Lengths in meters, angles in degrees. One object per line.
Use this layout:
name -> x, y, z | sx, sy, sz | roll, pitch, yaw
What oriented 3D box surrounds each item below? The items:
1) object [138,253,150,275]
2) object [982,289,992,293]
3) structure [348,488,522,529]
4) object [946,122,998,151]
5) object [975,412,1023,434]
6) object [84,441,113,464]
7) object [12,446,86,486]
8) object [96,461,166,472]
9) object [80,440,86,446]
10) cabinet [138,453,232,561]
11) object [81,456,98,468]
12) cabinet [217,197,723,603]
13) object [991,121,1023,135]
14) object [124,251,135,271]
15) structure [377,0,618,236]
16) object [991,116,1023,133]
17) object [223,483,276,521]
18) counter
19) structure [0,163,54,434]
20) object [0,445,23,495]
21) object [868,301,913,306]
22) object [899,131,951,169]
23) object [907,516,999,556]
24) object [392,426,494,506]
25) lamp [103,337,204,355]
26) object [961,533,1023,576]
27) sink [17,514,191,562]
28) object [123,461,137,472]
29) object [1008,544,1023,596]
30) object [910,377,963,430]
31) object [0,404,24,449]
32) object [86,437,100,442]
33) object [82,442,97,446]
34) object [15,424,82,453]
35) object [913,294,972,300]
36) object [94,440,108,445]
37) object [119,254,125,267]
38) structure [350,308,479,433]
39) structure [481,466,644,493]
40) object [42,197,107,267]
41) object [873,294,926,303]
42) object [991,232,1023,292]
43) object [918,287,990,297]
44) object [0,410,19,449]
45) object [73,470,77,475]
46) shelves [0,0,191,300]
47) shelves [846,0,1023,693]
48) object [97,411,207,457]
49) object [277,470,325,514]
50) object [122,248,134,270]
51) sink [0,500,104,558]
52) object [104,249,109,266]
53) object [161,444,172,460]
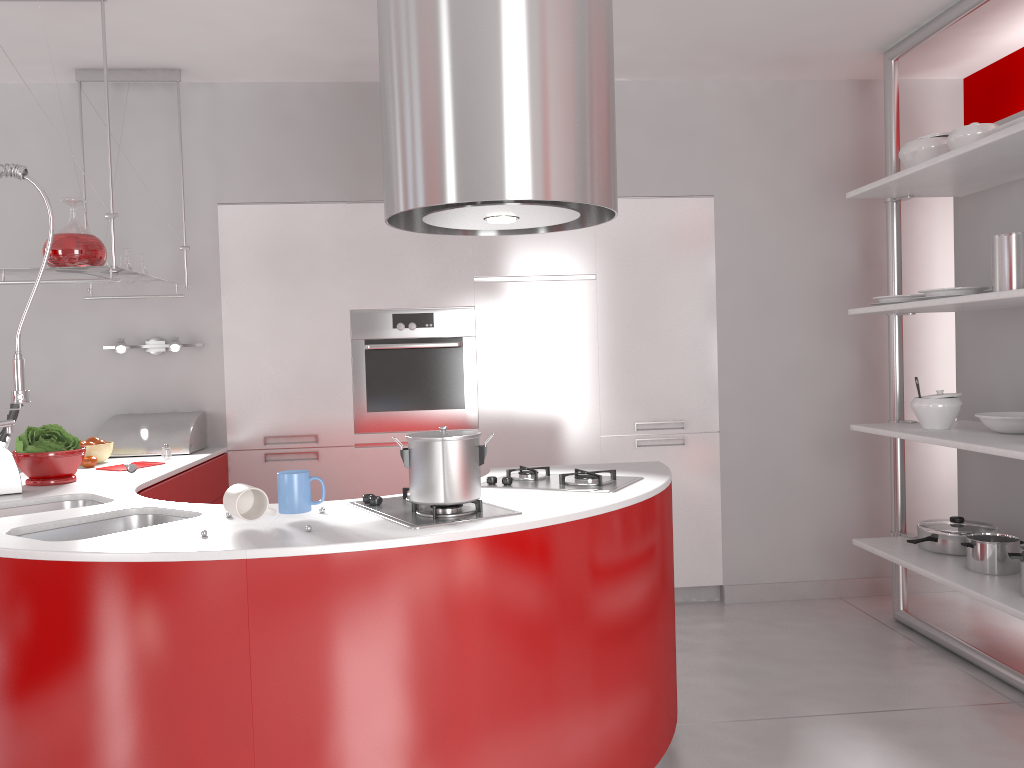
object -> -1.623, -0.501, 3.898 | 0.060, 0.141, 0.060 | -2, 2, -5
object -> 1.893, -0.351, 3.549 | 0.244, 0.042, 0.244 | -2, 2, -13
structure -> -0.212, 0.308, 2.312 | 0.303, 0.037, 0.457 | -3, 2, -30
object -> 1.746, -0.906, 3.346 | 0.192, 0.153, 0.192 | -1, 2, 9
object -> 1.898, 0.150, 3.343 | 0.272, 0.072, 0.272 | -3, 2, -41
object -> -1.756, 0.290, 3.666 | 0.201, 0.086, 0.201 | -2, 2, -4
object -> -1.604, 0.286, 3.084 | 0.228, 0.118, 0.229 | -3, 2, -34
object -> -1.508, 0.325, 3.512 | 0.168, 0.006, 0.266 | -1, 2, 22
object -> -1.775, 0.260, 3.673 | 0.062, 0.052, 0.065 | -2, 2, -20
cabinet -> -0.967, 0.728, 3.241 | 1.875, 0.761, 1.025 | 0, 2, 40
object -> -1.686, 0.311, 3.534 | 0.063, 0.047, 0.065 | -2, 2, -5
cabinet -> -0.190, 0.119, 4.619 | 2.398, 2.026, 0.614 | -2, 2, -5
object -> 1.794, -0.867, 3.051 | 0.200, 0.030, 0.200 | -2, 2, -5
object -> -1.647, -0.498, 3.812 | 0.060, 0.141, 0.060 | -2, 2, -5
structure -> -0.044, -0.928, 2.455 | 0.644, 0.958, 0.644 | -3, 2, -39
object -> 1.794, -0.883, 3.050 | 0.200, 0.030, 0.200 | -2, 2, -5
object -> -0.628, 0.283, 2.142 | 0.109, 0.080, 0.100 | -3, 2, -35
counter -> -0.985, 0.769, 2.970 | 2.865, 0.880, 1.868 | -1, 2, 29
structure -> -1.333, -0.100, 2.300 | 0.308, 0.920, 0.178 | 0, 2, 39
object -> -1.649, 0.262, 2.836 | 0.137, 0.178, 0.091 | -3, 2, -32
object -> 1.654, -0.336, 3.741 | 0.280, 0.015, 0.280 | -1, 2, 32
object -> 1.718, -0.934, 3.651 | 0.231, 0.191, 0.231 | 0, 2, 36
object -> 1.807, 0.622, 3.700 | 0.407, 0.130, 0.308 | -2, 2, 3
object -> -0.169, 0.199, 2.220 | 0.218, 0.185, 0.189 | -3, 2, -43
lamp -> -1.670, -0.175, 4.103 | 0.454, 0.081, 0.155 | -2, 2, -5
object -> 1.808, 0.638, 3.333 | 0.182, 0.122, 0.196 | 0, 3, 43
sink -> -1.030, 0.459, 2.267 | 0.326, 0.172, 0.428 | -1, 2, 34
object -> -1.486, 0.320, 3.459 | 0.041, 0.008, 0.375 | -3, 2, -28
object -> 1.827, 0.630, 2.950 | 0.259, 0.161, 0.240 | -2, 2, -22
object -> 1.725, 0.075, 3.606 | 0.192, 0.214, 0.192 | -2, 2, -18
object -> -1.621, 0.201, 2.820 | 0.130, 0.279, 0.012 | -3, 2, -34
object -> -1.762, 0.253, 3.733 | 0.066, 0.058, 0.055 | -2, 2, -19
object -> -1.730, 0.260, 3.627 | 0.062, 0.049, 0.066 | -2, 2, 3
object -> -1.604, 0.233, 3.072 | 0.193, 0.182, 0.198 | -2, 2, 1
object -> 1.673, -0.324, 3.361 | 0.280, 0.015, 0.280 | -1, 2, 25
object -> -1.716, 0.257, 3.692 | 0.062, 0.049, 0.066 | -2, 2, -8
object -> -1.707, -0.498, 3.881 | 0.060, 0.141, 0.060 | -2, 2, -5
structure -> -0.469, -0.066, 4.273 | 0.599, 0.589, 0.050 | -2, 2, -5
structure -> 0.143, 0.284, 2.710 | 0.457, 0.037, 0.303 | -1, 2, 25
object -> -1.601, -0.543, 3.245 | 0.213, 0.266, 0.213 | -1, 2, 23
object -> 1.654, -0.349, 3.741 | 0.244, 0.042, 0.244 | -2, 2, -20
object -> 1.761, -0.415, 3.083 | 0.172, 0.205, 0.184 | -2, 2, 0
object -> 1.672, -0.338, 3.360 | 0.244, 0.042, 0.244 | -2, 2, -20
object -> -1.628, 0.185, 2.848 | 0.150, 0.322, 0.014 | -3, 2, -34
object -> -1.644, 0.316, 3.281 | 0.063, 0.048, 0.064 | -3, 2, -27
shelves -> -1.655, -0.879, 3.521 | 0.462, 1.023, 0.934 | -2, 2, -5
shelves -> 1.815, -0.184, 3.205 | 0.535, 2.599, 1.735 | -2, 2, -5
object -> -1.634, 0.225, 4.032 | 0.400, 0.170, 0.300 | -2, 2, -5
object -> -0.532, 0.269, 2.229 | 0.109, 0.100, 0.080 | -3, 2, -32
object -> -1.614, -0.496, 3.717 | 0.060, 0.141, 0.060 | -2, 2, -5
sink -> -1.401, 0.460, 2.581 | 0.428, 0.172, 0.326 | -4, 3, -44
object -> -1.703, -0.493, 3.713 | 0.060, 0.141, 0.060 | -2, 2, -5
object -> -1.459, 0.286, 3.745 | 0.042, 0.066, 0.043 | -1, 2, 8
